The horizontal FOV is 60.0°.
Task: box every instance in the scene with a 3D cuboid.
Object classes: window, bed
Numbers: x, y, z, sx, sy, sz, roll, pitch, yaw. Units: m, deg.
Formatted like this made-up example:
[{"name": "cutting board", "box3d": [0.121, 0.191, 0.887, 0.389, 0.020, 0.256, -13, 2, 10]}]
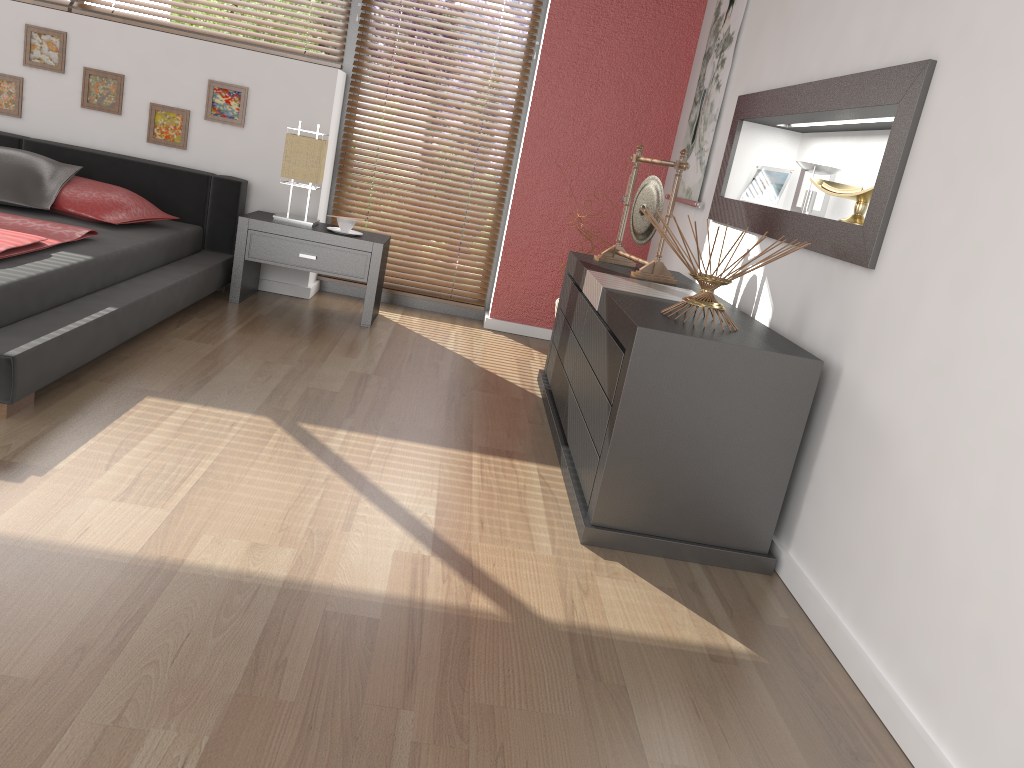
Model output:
[{"name": "window", "box3d": [-2.229, -2.375, 4.613, 2.817, 0.786, 0.020, 10, 14, -5]}, {"name": "bed", "box3d": [-2.560, -0.695, 3.392, 2.469, 0.577, 2.413, 10, 14, -5]}, {"name": "window", "box3d": [-0.424, -1.515, 4.919, 0.889, 1.893, 0.020, 10, 14, -5]}]

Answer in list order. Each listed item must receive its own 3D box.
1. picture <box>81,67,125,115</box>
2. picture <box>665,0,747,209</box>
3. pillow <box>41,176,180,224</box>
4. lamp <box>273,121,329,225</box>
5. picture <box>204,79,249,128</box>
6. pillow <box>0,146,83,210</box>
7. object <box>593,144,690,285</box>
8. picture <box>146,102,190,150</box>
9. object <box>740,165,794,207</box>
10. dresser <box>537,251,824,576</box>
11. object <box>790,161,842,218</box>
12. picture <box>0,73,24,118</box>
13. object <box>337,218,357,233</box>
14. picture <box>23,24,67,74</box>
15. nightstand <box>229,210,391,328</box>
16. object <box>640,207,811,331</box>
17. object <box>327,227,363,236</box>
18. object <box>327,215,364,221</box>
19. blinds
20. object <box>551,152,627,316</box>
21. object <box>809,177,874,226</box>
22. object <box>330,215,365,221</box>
[{"name": "picture", "box3d": [-2.074, -1.483, 4.492, 0.200, 0.200, 0.010, 10, 14, -5]}, {"name": "picture", "box3d": [0.946, -1.475, 4.132, 0.028, 1.270, 0.701, 10, 14, -5]}, {"name": "pillow", "box3d": [-1.989, -0.860, 4.117, 0.745, 0.172, 0.418, 15, 15, 13]}, {"name": "lamp", "box3d": [-1.044, -1.062, 4.435, 0.200, 0.480, 0.200, 10, 14, -5]}, {"name": "picture", "box3d": [-1.459, -1.433, 4.531, 0.200, 0.200, 0.010, 10, 14, -5]}, {"name": "pillow", "box3d": [-2.365, -0.944, 3.934, 0.744, 0.241, 0.386, 9, 14, -9]}, {"name": "object", "box3d": [0.537, -0.691, 3.518, 0.173, 0.498, 0.490, 6, 15, -20]}, {"name": "picture", "box3d": [-1.763, -1.321, 4.548, 0.200, 0.200, 0.010, 10, 14, -5]}, {"name": "object", "box3d": [1.006, -0.786, 3.510, 0.041, 0.146, 0.226, 5, 16, -25]}, {"name": "dresser", "box3d": [0.473, -0.036, 3.173, 0.540, 0.608, 1.740, 10, 14, -5]}, {"name": "object", "box3d": [1.056, -0.683, 3.121, 0.159, 0.171, 0.159, -3, 20, -45]}, {"name": "picture", "box3d": [-2.576, -1.463, 4.476, 0.200, 0.200, 0.010, 10, 14, -5]}, {"name": "object", "box3d": [-0.828, -0.790, 4.418, 0.099, 0.069, 0.099, 17, 15, 19]}, {"name": "picture", "box3d": [-2.333, -1.674, 4.430, 0.200, 0.200, 0.010, 10, 14, -5]}, {"name": "nightstand", "box3d": [-1.016, -0.592, 4.520, 0.700, 0.423, 0.413, 10, 14, -5]}, {"name": "object", "box3d": [0.570, -0.316, 2.534, 0.481, 0.282, 0.481, 0, 18, -38]}, {"name": "object", "box3d": [-0.835, -0.759, 4.426, 0.179, 0.012, 0.179, 17, 15, 19]}, {"name": "object", "box3d": [-0.824, -0.823, 4.392, 0.192, 0.007, 0.007, 1, 17, -35]}, {"name": "blinds", "box3d": [-2.342, -1.809, 4.689, 4.840, 1.952, 0.032, 10, 14, -5]}, {"name": "object", "box3d": [0.308, -0.624, 4.442, 0.422, 1.035, 0.364, 3, 16, -29]}, {"name": "object", "box3d": [1.053, -0.537, 2.675, 0.181, 0.116, 0.350, 8, 15, -15]}, {"name": "object", "box3d": [-0.817, -0.827, 4.414, 0.192, 0.007, 0.007, 0, 19, -39]}]
